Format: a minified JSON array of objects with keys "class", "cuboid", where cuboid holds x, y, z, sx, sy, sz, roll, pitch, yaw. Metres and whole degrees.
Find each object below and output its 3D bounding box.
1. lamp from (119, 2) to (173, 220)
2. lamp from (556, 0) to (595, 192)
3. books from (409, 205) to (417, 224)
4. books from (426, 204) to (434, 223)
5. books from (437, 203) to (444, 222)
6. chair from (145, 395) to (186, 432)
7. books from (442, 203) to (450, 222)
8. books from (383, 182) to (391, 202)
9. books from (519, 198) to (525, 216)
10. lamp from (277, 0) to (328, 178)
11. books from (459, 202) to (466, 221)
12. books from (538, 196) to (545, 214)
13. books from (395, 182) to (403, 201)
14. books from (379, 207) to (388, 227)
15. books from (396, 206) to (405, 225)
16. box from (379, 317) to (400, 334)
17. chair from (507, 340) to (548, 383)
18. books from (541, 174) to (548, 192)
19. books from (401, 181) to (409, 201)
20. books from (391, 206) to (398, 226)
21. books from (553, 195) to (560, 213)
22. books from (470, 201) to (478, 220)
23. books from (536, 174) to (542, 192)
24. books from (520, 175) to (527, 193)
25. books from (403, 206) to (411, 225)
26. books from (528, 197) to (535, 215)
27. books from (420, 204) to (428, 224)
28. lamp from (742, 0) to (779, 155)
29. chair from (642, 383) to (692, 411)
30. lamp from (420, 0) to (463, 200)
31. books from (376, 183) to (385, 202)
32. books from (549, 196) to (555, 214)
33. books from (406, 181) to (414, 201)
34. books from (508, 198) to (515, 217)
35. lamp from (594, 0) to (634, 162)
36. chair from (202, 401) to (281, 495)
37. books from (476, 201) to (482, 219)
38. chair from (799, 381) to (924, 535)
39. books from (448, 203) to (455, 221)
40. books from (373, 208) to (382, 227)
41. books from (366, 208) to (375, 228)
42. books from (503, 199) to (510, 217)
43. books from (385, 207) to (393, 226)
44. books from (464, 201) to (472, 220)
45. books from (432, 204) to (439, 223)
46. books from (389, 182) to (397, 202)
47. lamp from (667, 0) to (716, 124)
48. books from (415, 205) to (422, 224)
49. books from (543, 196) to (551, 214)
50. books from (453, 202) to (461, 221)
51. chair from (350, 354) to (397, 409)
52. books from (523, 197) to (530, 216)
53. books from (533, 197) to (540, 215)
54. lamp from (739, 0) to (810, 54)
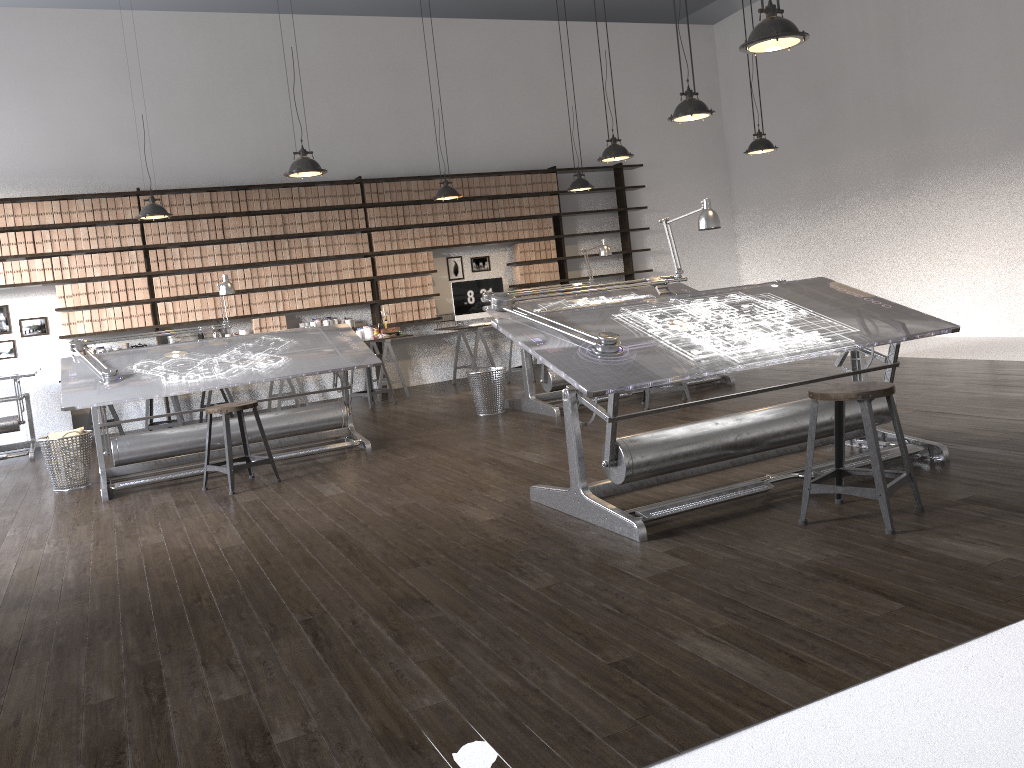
[{"class":"lamp","cuboid":[-3.289,-2.587,7.765,0.312,2.246,0.312,-3,5,45]},{"class":"lamp","cuboid":[0.620,-3.229,9.568,0.311,2.246,0.313,-6,3,0]},{"class":"books","cuboid":[-1.175,-1.948,10.265,0.067,0.225,0.174,-8,5,-24]},{"class":"books","cuboid":[-0.985,-1.979,10.350,0.067,0.225,0.175,-8,5,-24]},{"class":"books","cuboid":[-0.870,-1.999,10.407,0.067,0.225,0.175,-8,5,-24]},{"class":"chair","cuboid":[-3.263,0.264,8.296,0.372,0.526,0.359,-8,4,-16]},{"class":"books","cuboid":[-0.804,-2.009,10.435,0.067,0.225,0.175,-8,5,-24]},{"class":"books","cuboid":[-1.454,-2.182,10.135,0.067,0.225,0.174,-8,5,-24]},{"class":"books","cuboid":[0.086,-2.156,10.850,0.067,0.225,0.175,-8,5,-24]},{"class":"lamp","cuboid":[-1.603,-2.613,6.276,0.311,2.246,0.313,-7,3,-4]},{"class":"books","cuboid":[-0.616,-2.040,10.524,0.067,0.225,0.174,-8,5,-24]},{"class":"books","cuboid":[0.333,-2.197,10.966,0.067,0.225,0.174,-8,5,-24]},{"class":"books","cuboid":[-1.328,-2.203,10.197,0.067,0.225,0.175,-8,5,-24]},{"class":"books","cuboid":[-1.488,-1.897,10.118,0.067,0.225,0.175,-8,5,-24]},{"class":"books","cuboid":[-1.306,-1.927,10.204,0.067,0.225,0.175,-8,5,-24]},{"class":"box","cuboid":[-1.373,-0.645,9.883,0.212,0.206,0.138,-9,5,-24]},{"class":"chair","cuboid":[0.165,-0.294,9.830,0.371,0.526,0.360,-4,5,34]},{"class":"books","cuboid":[0.363,-2.481,10.977,0.067,0.225,0.175,-8,5,-24]},{"class":"books","cuboid":[-1.264,-2.213,10.220,0.067,0.225,0.175,-8,5,-24]},{"class":"books","cuboid":[-1.375,-1.916,10.178,0.067,0.225,0.175,-8,5,-24]},{"class":"books","cuboid":[0.515,-2.226,11.046,0.067,0.225,0.175,-8,5,-24]},{"class":"books","cuboid":[-0.484,-2.062,10.581,0.067,0.225,0.175,-8,5,-24]},{"class":"books","cuboid":[0.297,-2.470,10.945,0.067,0.225,0.175,-8,5,-24]},{"class":"books","cuboid":[0.110,-2.439,10.857,0.067,0.225,0.174,-8,5,-24]},{"class":"books","cuboid":[-1.241,-1.938,10.240,0.067,0.225,0.175,-8,5,-24]},{"class":"books","cuboid":[0.210,-2.176,10.903,0.067,0.225,0.175,-8,5,-24]},{"class":"books","cuboid":[-1.049,-1.970,10.328,0.067,0.225,0.175,-8,5,-24]},{"class":"lamp","cuboid":[2.143,-3.229,8.004,0.312,2.246,0.312,-3,5,45]},{"class":"chair","cuboid":[1.180,-0.088,6.915,0.371,0.526,0.360,-6,4,4]},{"class":"lamp","cuboid":[-0.780,-2.999,8.922,0.311,2.246,0.313,-6,3,0]},{"class":"books","cuboid":[-1.520,-2.172,10.110,0.067,0.225,0.175,-8,5,-24]},{"class":"books","cuboid":[0.457,-2.217,11.021,0.067,0.225,0.175,-8,5,-24]},{"class":"books","cuboid":[-1.206,-2.223,10.252,0.067,0.225,0.175,-8,5,-24]},{"class":"books","cuboid":[-0.035,-2.136,10.795,0.067,0.225,0.175,-8,5,-24]},{"class":"lamp","cuboid":[0.742,-2.999,7.358,0.311,2.246,0.313,-6,3,0]},{"class":"chair","cuboid":[-1.728,0.391,5.565,0.371,0.526,0.360,-2,6,44]},{"class":"books","cuboid":[-0.429,-2.071,10.612,0.067,0.225,0.175,-8,5,-24]},{"class":"chair","cuboid":[1.351,0.273,3.471,0.371,0.526,0.360,-2,6,44]},{"class":"books","cuboid":[-0.742,-2.020,10.468,0.067,0.225,0.175,-8,5,-24]},{"class":"books","cuboid":[-1.553,-1.886,10.088,0.067,0.225,0.175,-8,5,-24]},{"class":"books","cuboid":[-1.620,-1.875,10.061,0.067,0.225,0.174,-8,5,-24]},{"class":"books","cuboid":[-0.099,-2.126,10.766,0.067,0.225,0.174,-8,5,-24]},{"class":"books","cuboid":[-1.433,-1.906,10.148,0.067,0.225,0.175,-8,5,-24]},{"class":"books","cuboid":[-0.549,-2.051,10.551,0.067,0.225,0.175,-8,5,-24]},{"class":"books","cuboid":[-0.927,-1.989,10.382,0.067,0.225,0.175,-8,5,-24]},{"class":"books","cuboid":[-1.392,-2.193,10.168,0.067,0.225,0.174,-8,5,-24]},{"class":"lamp","cuboid":[1.047,-2.846,5.721,0.311,2.259,0.313,-6,3,0]},{"class":"books","cuboid":[-1.113,-1.959,10.298,0.067,0.225,0.174,-8,5,-24]},{"class":"books","cuboid":[0.399,-2.207,10.989,0.067,0.225,0.175,-8,5,-24]},{"class":"books","cuboid":[-0.680,-2.030,10.499,0.067,0.225,0.174,-8,5,-24]},{"class":"chair","cuboid":[-1.456,-0.025,9.053,0.358,0.526,0.373,-3,5,39]},{"class":"books","cuboid":[0.144,-2.165,10.875,0.067,0.225,0.175,-8,5,-24]},{"class":"books","cuboid":[0.271,-2.186,10.936,0.067,0.225,0.175,-8,5,-24]},{"class":"lamp","cuboid":[1.074,-2.665,3.991,0.312,2.246,0.312,-3,5,45]}]
